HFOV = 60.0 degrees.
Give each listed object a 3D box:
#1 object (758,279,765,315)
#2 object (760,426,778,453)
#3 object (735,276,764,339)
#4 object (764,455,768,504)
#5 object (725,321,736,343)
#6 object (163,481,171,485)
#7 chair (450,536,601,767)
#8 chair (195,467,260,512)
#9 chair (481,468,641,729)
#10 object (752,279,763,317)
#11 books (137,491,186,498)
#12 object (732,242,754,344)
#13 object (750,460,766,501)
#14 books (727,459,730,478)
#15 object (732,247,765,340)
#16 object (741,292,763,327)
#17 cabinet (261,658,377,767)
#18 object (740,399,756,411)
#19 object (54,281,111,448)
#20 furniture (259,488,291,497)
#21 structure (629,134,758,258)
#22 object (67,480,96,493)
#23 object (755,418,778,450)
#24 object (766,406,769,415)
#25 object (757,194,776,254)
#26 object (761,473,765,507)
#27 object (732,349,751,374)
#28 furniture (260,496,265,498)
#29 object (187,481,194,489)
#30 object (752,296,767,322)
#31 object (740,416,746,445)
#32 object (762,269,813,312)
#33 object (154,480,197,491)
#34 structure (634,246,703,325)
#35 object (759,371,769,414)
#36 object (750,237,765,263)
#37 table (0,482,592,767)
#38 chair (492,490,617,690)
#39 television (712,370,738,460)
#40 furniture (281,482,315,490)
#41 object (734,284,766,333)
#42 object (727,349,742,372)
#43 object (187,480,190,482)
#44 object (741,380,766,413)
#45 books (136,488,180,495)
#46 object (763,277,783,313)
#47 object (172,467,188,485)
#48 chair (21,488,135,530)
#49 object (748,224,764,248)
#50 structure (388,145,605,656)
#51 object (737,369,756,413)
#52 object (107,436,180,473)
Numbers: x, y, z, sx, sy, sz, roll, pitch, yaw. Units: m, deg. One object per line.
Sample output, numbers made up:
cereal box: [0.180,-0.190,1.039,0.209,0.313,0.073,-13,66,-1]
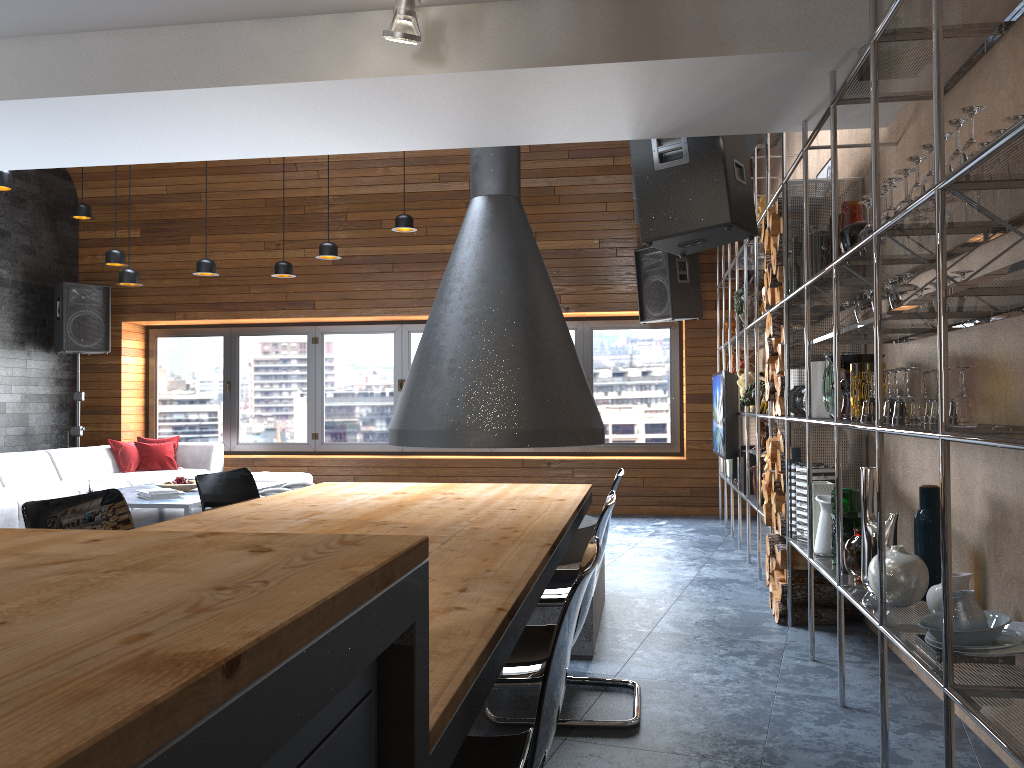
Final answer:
object: [1.629,-0.520,5.460,0.227,0.270,0.123,-1,-1,9]
object: [1.631,0.345,5.528,0.210,0.168,0.105,1,-2,-41]
object: [1.793,-0.575,6.727,0.219,0.441,0.462,-1,-1,8]
object: [1.594,0.570,5.127,0.170,0.363,0.375,0,-2,-26]
object: [1.981,-0.441,7.732,0.278,0.222,0.138,-1,-1,19]
object: [-2.571,0.756,6.608,0.064,0.062,0.061,-1,-2,40]
chair: [-0.103,0.687,1.459,0.599,0.825,0.527,-1,-1,9]
chair: [-0.840,0.731,3.235,0.599,0.825,0.527,-1,-1,9]
chair: [0.154,0.725,3.170,0.599,0.825,0.527,-1,-1,9]
object: [1.675,-0.522,5.623,0.290,0.290,0.097,0,-1,7]
books: [-2.441,0.763,6.172,0.239,0.021,0.299,1,-2,-40]
object: [1.957,-0.783,7.460,0.244,0.879,0.244,-1,-2,37]
object: [1.658,0.625,5.715,0.249,0.290,0.114,-1,-2,34]
books: [1.972,0.710,7.879,0.139,0.208,0.461,0,-1,8]
object: [1.938,-0.767,7.191,0.305,0.840,0.237,-1,-1,11]
object: [1.673,-0.502,6.096,0.164,0.266,0.237,-1,-2,25]
cabinet: [-0.462,0.665,0.525,0.578,0.828,0.696,-1,-1,9]
object: [2.020,0.179,7.853,0.320,0.114,0.404,0,-1,9]
object: [-4.403,0.145,8.857,0.639,2.299,0.686,1,-2,-43]
furniture: [-1.713,0.990,6.458,0.402,0.462,0.401,-1,-2,29]
structure: [0.863,-1.008,4.207,0.506,0.744,0.460,-1,-2,34]
object: [-2.908,0.731,6.118,0.250,0.117,0.240,-1,-1,17]
object: [1.686,0.329,5.747,0.217,0.214,0.108,-1,-2,33]
object: [1.593,-0.045,5.061,0.210,0.451,0.405,0,-1,1]
object: [1.837,-1.166,6.283,0.215,0.458,0.328,-1,-1,13]
object: [1.621,0.651,5.480,0.119,0.220,0.212,-2,-2,43]
object: [1.998,-0.197,7.752,0.267,0.223,0.060,1,-2,-36]
furniture: [-1.756,0.978,5.950,0.401,0.462,0.402,-1,-2,24]
object: [-2.391,0.754,6.600,0.061,0.061,0.063,0,-1,8]
object: [1.710,-0.479,5.790,0.272,0.207,0.137,-1,-1,12]
object: [1.928,0.535,7.421,0.112,0.533,0.112,-1,-1,9]
object: [1.555,-0.535,4.937,0.314,0.280,0.151,0,-1,7]
object: [-2.478,0.769,6.659,0.395,0.061,0.395,0,-1,1]
structure: [1.453,-0.921,8.139,0.488,0.735,0.461,1,-2,-31]
object: [1.659,0.042,5.471,0.290,0.290,0.097,0,-1,-11]
object: [1.865,-1.149,6.733,0.207,0.442,0.328,0,-1,2]
table: [-0.690,0.625,0.881,1.185,0.928,5.998,0,-1,9]
chair: [0.025,0.706,2.315,0.599,0.825,0.527,-1,-1,9]
television: [1.631,0.230,6.798,0.115,0.638,1.075,-1,-1,9]
furniture: [-1.669,1.001,6.983,0.401,0.462,0.402,1,-2,-41]
object: [1.719,-0.541,6.326,0.255,0.356,0.167,-1,-2,28]
object: [2.023,-0.196,7.952,0.233,0.229,0.116,1,-2,-42]
object: [-2.477,0.758,6.747,0.062,0.062,0.060,1,-2,-31]
object: [1.675,0.081,5.730,0.192,0.221,0.403,1,-2,-45]
books: [-2.446,0.742,6.129,0.210,0.017,0.265,1,-2,-40]
object: [1.618,-0.515,5.254,0.253,0.249,0.126,-1,-1,13]
object: [-2.496,0.710,6.672,0.118,0.172,0.105,0,-2,-29]
chair: [-0.968,0.712,2.380,0.599,0.825,0.527,-1,-1,9]
object: [1.663,-1.077,6.043,0.208,0.280,0.131,0,-1,-10]
structure: [-0.131,-1.677,4.740,1.197,5.700,1.689,-1,-1,9]
object: [1.700,0.042,6.081,0.325,0.310,0.154,0,-1,-7]
object: [-3.540,0.695,8.688,0.528,0.354,0.742,0,-1,8]
